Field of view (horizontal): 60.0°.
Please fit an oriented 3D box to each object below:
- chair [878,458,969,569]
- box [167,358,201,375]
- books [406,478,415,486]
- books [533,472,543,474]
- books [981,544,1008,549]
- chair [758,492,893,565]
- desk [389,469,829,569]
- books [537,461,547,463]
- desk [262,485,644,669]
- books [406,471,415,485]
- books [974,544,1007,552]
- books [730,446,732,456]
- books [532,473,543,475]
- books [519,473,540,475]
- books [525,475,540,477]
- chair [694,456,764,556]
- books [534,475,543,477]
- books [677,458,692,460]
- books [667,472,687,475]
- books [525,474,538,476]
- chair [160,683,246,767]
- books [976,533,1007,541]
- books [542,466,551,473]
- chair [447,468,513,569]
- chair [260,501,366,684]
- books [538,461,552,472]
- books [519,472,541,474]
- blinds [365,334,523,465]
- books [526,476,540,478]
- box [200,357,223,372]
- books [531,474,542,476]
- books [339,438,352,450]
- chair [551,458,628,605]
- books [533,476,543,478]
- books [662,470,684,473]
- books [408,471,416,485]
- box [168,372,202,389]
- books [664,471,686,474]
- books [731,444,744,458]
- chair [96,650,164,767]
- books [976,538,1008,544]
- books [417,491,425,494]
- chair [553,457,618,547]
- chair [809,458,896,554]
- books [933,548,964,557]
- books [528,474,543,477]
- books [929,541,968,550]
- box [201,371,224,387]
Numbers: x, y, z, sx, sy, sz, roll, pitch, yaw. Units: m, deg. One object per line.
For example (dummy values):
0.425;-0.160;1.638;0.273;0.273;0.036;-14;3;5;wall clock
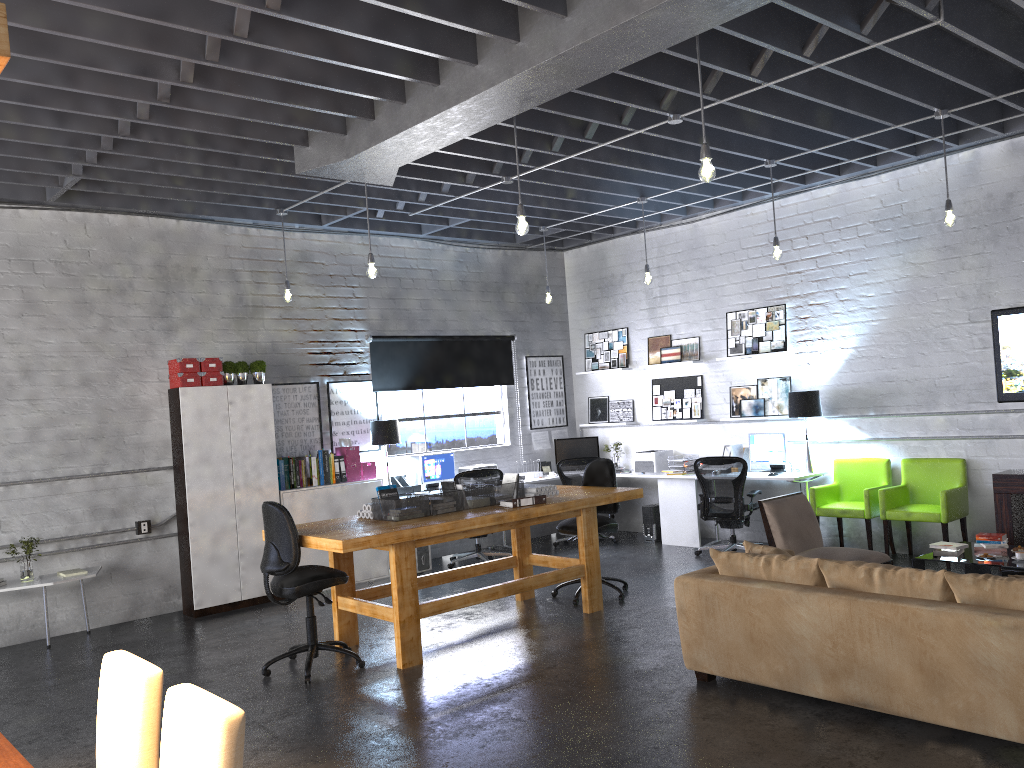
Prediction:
3.755;1.154;8.058;0.515;0.920;0.612;-4;-1;-41;chair
-2.968;-0.159;8.030;0.206;0.131;0.270;-3;-1;-41;box
-1.113;1.118;9.734;0.020;0.176;0.134;-4;-1;-41;books
0.196;1.093;10.866;0.210;0.006;0.297;-3;-2;-42;books
3.741;1.245;6.886;0.161;0.026;0.223;-4;-1;18;books
2.321;1.259;6.548;0.574;0.842;0.725;-3;-1;-41;chair
0.846;1.456;9.298;3.297;0.785;3.577;-3;-2;-41;desk
0.392;1.032;11.175;0.133;0.109;0.052;-4;-1;-26;books
-0.315;1.409;6.808;2.830;0.926;1.116;-3;-1;-41;desk
-1.116;1.087;9.771;0.026;0.243;0.173;-4;-1;-41;books
3.729;1.274;6.910;0.223;0.032;0.161;-5;-1;29;books
2.448;0.807;9.611;0.210;0.296;0.036;-3;-1;-41;books
0.196;1.103;10.866;0.210;0.006;0.297;-3;-2;-41;books
0.197;1.098;10.865;0.210;0.006;0.297;-3;-2;-39;books
0.198;1.124;10.866;0.210;0.006;0.297;-3;-2;-43;books
2.196;1.231;9.043;0.732;1.031;0.752;-4;-1;18;chair
0.198;1.129;10.868;0.210;0.006;0.297;-3;-2;-42;books
1.982;0.864;10.198;0.134;0.008;0.203;-5;-2;32;books
1.839;0.999;9.890;0.211;0.014;0.148;-4;-1;13;books
0.195;1.108;10.868;0.210;0.006;0.297;-3;-2;-42;books
-1.005;1.334;2.220;0.615;0.959;0.491;-3;-1;-41;chair
3.726;1.188;6.893;0.185;0.041;0.128;-5;-2;43;books
0.431;1.067;11.089;0.102;0.076;0.037;-4;-1;-26;books
-0.419;1.429;9.600;0.731;1.031;0.753;-4;-1;-37;chair
-1.389;1.348;6.049;0.686;1.164;0.659;-3;-1;-43;chair
0.412;1.037;11.104;0.183;0.121;0.017;-4;-1;-26;books
0.199;1.087;10.869;0.210;0.006;0.297;-3;-2;-41;books
-0.715;0.234;10.331;2.118;1.632;0.100;-3;-1;-41;blinds
0.199;1.134;10.868;0.210;0.006;0.297;-3;-2;-42;books
-2.812;-0.168;8.167;0.206;0.133;0.268;-3;-1;-41;box
0.201;1.113;10.869;0.210;0.006;0.297;-3;-2;-41;books
-1.709;0.691;9.156;0.060;0.267;0.192;-4;-1;-41;books
0.666;1.239;7.591;0.686;1.164;0.659;-3;-1;-43;chair
0.204;1.139;10.862;0.210;0.006;0.297;-3;-2;-40;books
1.798;0.974;9.913;0.148;0.014;0.211;-3;-1;-26;books
-1.112;1.086;9.773;0.026;0.243;0.173;-4;-1;-41;books
-2.959;-0.030;8.029;0.206;0.131;0.270;-3;-1;-41;box
1.818;0.986;9.895;0.211;0.014;0.148;-5;-1;24;books
2.457;0.805;9.607;0.210;0.296;0.043;-3;-1;-41;books
-1.390;1.371;2.664;0.615;0.959;0.491;-3;-1;-41;chair
3.735;1.220;6.897;0.208;0.024;0.144;-5;-2;34;books
-0.977;1.167;9.510;0.170;0.010;0.212;-4;-1;-15;books
0.792;1.363;10.426;0.731;1.031;0.753;-4;-1;-17;chair
3.300;1.198;8.582;0.515;0.920;0.612;-4;-1;-41;chair
3.374;1.291;6.849;0.175;0.045;0.240;-5;-2;38;books
0.201;1.118;10.869;0.210;0.006;0.297;-3;-2;-41;books
3.383;1.254;6.870;0.161;0.027;0.223;-3;-2;-32;books
-2.802;-0.037;8.166;0.206;0.131;0.270;-3;-1;-41;box
